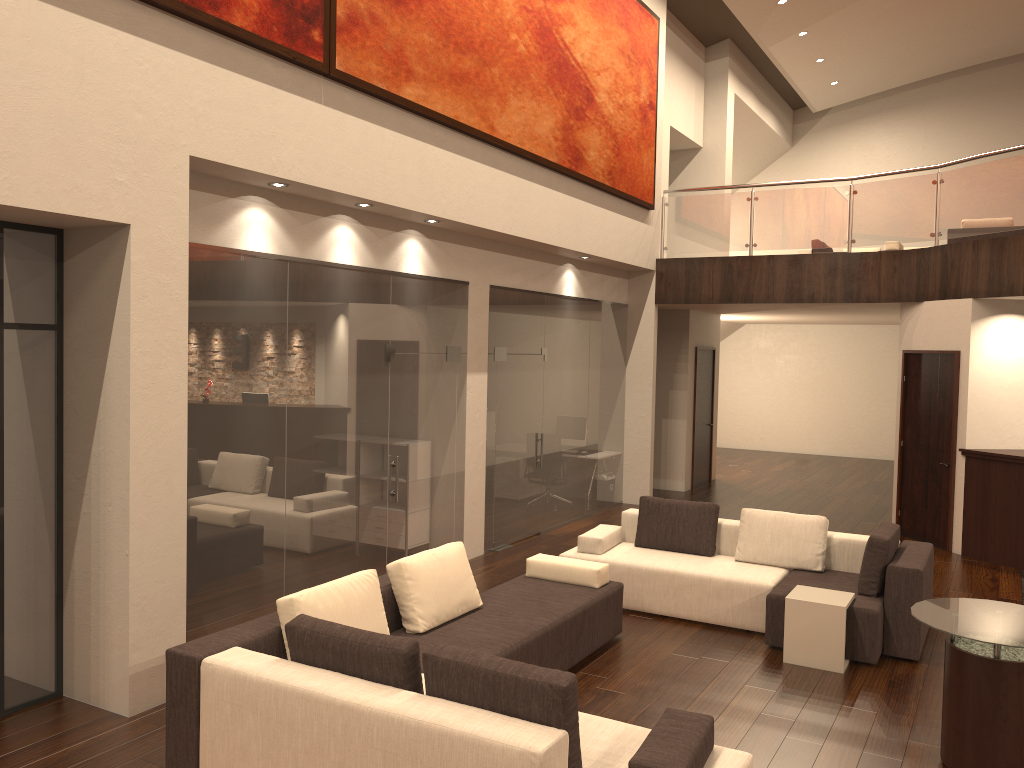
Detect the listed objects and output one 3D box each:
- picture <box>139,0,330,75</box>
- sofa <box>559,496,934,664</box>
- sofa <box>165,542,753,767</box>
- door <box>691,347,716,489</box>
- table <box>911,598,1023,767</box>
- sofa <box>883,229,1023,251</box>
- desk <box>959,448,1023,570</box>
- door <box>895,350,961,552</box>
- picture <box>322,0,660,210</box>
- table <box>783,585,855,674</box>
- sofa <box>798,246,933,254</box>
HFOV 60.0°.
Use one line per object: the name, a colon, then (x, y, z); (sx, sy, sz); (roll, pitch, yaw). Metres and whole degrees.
picture: (-2.391, -3.374, 4.201); (0.070, 2.526, 4.515); (3, 3, 29)
sofa: (1.815, 1.471, 7.211); (2.846, 0.862, 1.291); (3, 3, 29)
sofa: (0.266, 1.524, 5.088); (2.586, 0.862, 3.366); (3, 3, 29)
door: (3.079, 0.523, 14.316); (0.104, 2.232, 0.990); (3, 3, 29)
table: (2.513, 1.624, 4.612); (0.844, 0.795, 0.833); (0, 3, -22)
sofa: (7.796, -2.108, 14.224); (3.366, 0.862, 2.586); (3, 3, 29)
desk: (7.825, 1.427, 7.697); (7.146, 1.171, 1.674); (3, 3, 31)
door: (4.802, 0.727, 10.251); (0.104, 2.232, 0.990); (1, 2, -10)
picture: (0.314, -3.511, 9.002); (0.070, 2.526, 6.485); (3, 3, 29)
table: (2.171, 1.720, 6.262); (0.400, 0.460, 0.400); (3, 3, 29)
sofa: (7.136, -2.208, 16.315); (3.366, 0.862, 2.586); (3, 3, 29)
